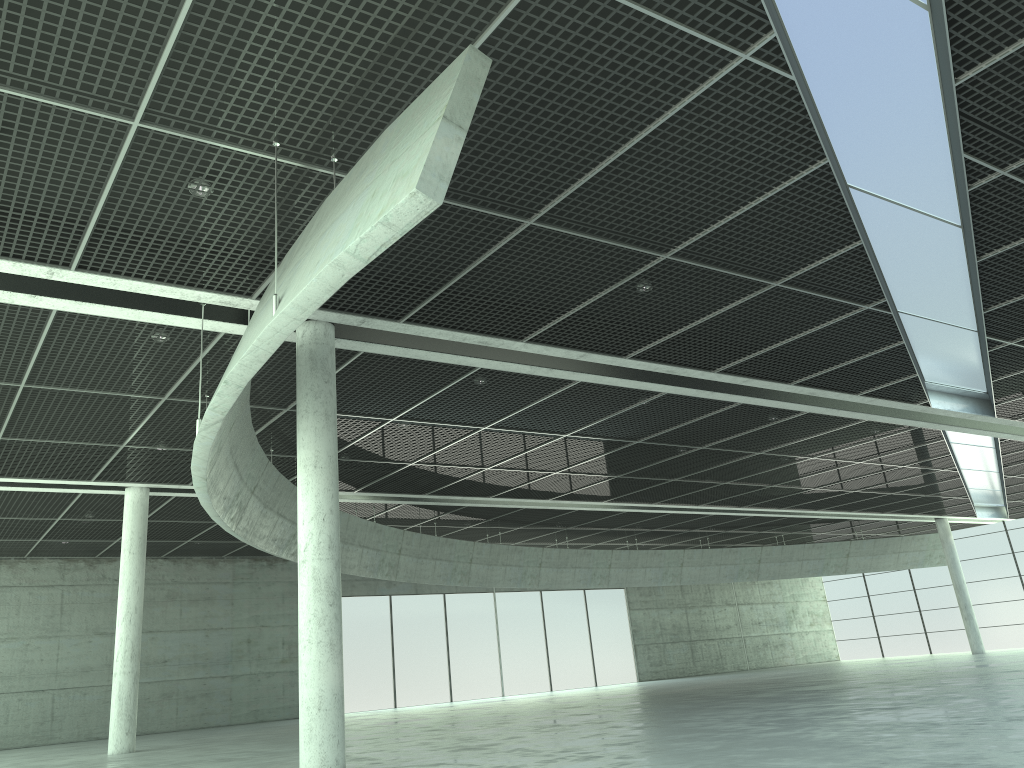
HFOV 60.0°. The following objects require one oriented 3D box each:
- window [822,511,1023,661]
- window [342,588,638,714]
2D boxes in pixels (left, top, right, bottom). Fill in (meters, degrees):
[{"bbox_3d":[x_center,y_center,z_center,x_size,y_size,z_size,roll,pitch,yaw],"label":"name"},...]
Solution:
[{"bbox_3d":[25.909,8.469,47.115,100.728,16.074,99.661,8,-24,-33],"label":"window"},{"bbox_3d":[-1.284,27.425,84.327,33.509,10.658,0.159,8,-24,-33],"label":"window"}]
